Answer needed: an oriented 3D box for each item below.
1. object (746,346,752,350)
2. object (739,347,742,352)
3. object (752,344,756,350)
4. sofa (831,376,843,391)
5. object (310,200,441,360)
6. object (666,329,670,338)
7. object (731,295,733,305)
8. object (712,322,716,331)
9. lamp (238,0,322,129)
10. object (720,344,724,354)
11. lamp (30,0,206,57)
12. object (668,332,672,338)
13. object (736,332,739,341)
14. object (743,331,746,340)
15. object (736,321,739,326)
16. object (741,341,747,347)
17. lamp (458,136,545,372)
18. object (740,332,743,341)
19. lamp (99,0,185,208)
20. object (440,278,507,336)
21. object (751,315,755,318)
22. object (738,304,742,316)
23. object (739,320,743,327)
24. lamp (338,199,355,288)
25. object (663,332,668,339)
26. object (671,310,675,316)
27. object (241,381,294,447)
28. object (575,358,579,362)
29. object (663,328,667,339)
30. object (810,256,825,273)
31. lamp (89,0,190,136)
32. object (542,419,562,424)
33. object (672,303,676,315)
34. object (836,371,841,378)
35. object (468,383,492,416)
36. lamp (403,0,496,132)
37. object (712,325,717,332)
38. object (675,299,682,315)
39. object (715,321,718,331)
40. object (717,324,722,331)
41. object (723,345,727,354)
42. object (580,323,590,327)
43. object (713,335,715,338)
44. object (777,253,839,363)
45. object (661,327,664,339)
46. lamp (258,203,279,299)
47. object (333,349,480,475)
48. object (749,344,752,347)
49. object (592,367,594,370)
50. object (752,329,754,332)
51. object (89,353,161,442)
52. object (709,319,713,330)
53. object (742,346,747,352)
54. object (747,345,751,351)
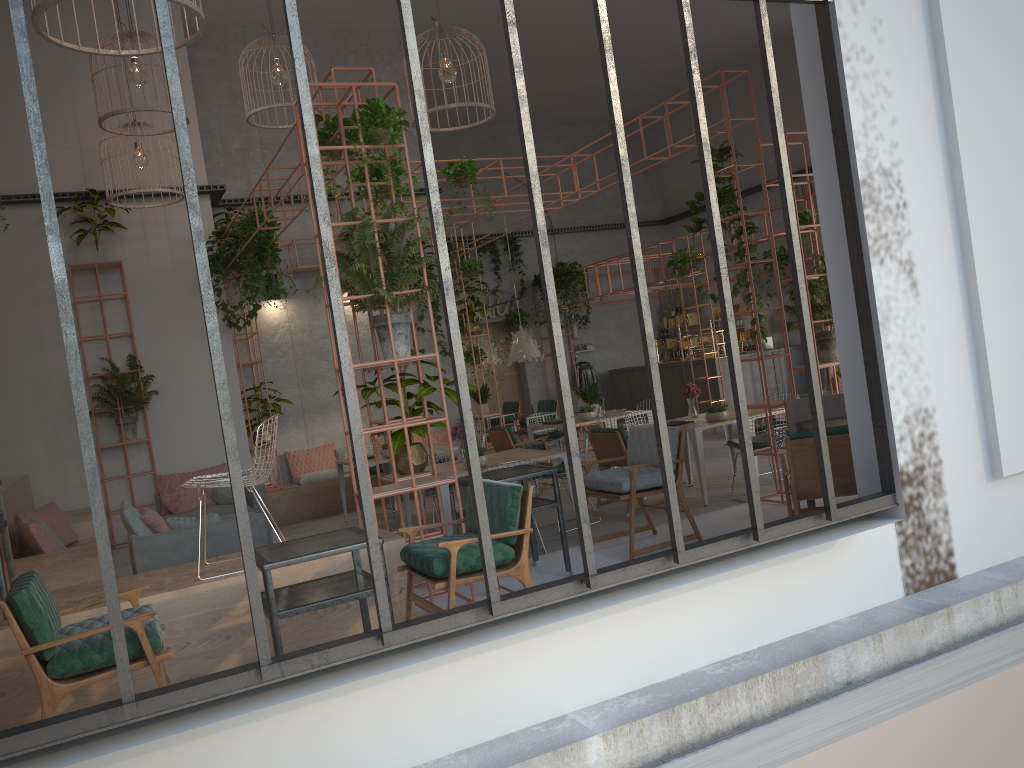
[{"bbox_3d":[5.166,-0.781,19.338,0.115,0.107,0.115,-9,2,-19],"label":"object"},{"bbox_3d":[5.001,-0.758,19.404,0.115,0.107,0.115,-9,2,-28],"label":"object"},{"bbox_3d":[5.265,-0.806,19.303,0.073,0.131,0.073,-9,2,-32],"label":"object"},{"bbox_3d":[6.285,0.154,15.007,1.960,0.672,2.219,-9,2,-25],"label":"sofa"},{"bbox_3d":[-0.869,-0.717,6.082,0.894,1.101,0.900,-8,2,29],"label":"object"},{"bbox_3d":[3.865,-1.281,22.021,0.066,0.291,0.066,-8,2,15],"label":"object"},{"bbox_3d":[4.819,-1.938,19.707,0.134,0.386,0.134,-10,2,-36],"label":"object"},{"bbox_3d":[4.596,-1.343,20.248,0.066,0.291,0.066,-9,2,-18],"label":"object"},{"bbox_3d":[-2.926,-4.850,10.387,0.883,3.476,0.883,-8,2,28],"label":"lamp"},{"bbox_3d":[4.729,-0.788,19.954,0.073,0.219,0.105,-9,2,-19],"label":"object"},{"bbox_3d":[-2.415,-3.696,4.866,0.883,3.476,0.883,-8,2,28],"label":"lamp"},{"bbox_3d":[3.909,-1.212,21.923,0.115,0.147,0.115,-8,2,20],"label":"object"},{"bbox_3d":[4.926,-1.034,19.425,0.069,0.191,0.069,-9,2,-13],"label":"object"},{"bbox_3d":[5.032,-1.044,19.195,0.069,0.191,0.069,-9,2,-8],"label":"object"},{"bbox_3d":[4.945,-1.305,19.367,0.083,0.159,0.083,-8,2,20],"label":"object"},{"bbox_3d":[5.072,-0.873,19.368,0.115,0.107,0.115,-8,2,31],"label":"object"},{"bbox_3d":[-0.799,-2.283,17.193,0.704,4.052,4.456,-9,2,-25],"label":"lamp"},{"bbox_3d":[4.994,-1.041,19.277,0.069,0.191,0.069,-8,2,11],"label":"object"},{"bbox_3d":[-4.698,-3.952,10.729,0.883,3.476,0.883,-8,2,28],"label":"lamp"},{"bbox_3d":[-0.589,-1.236,13.911,0.934,0.947,0.903,-8,2,27],"label":"object"},{"bbox_3d":[5.196,-1.392,19.097,0.075,0.273,0.075,-10,2,-36],"label":"object"},{"bbox_3d":[4.994,-1.606,19.349,0.137,0.261,0.137,-8,2,11],"label":"object"},{"bbox_3d":[4.983,-1.308,19.284,0.083,0.159,0.083,-8,2,20],"label":"object"},{"bbox_3d":[-2.542,-2.148,13.626,0.179,1.425,0.185,-9,2,-25],"label":"lamp"},{"bbox_3d":[3.791,-1.193,21.867,0.115,0.147,0.115,-8,2,20],"label":"object"},{"bbox_3d":[3.894,-1.713,21.420,0.088,0.123,0.088,-8,2,31],"label":"object"},{"bbox_3d":[-3.554,0.431,12.501,0.934,0.919,0.903,-7,2,37],"label":"object"},{"bbox_3d":[1.541,-0.592,21.224,0.093,0.121,0.049,-9,2,-22],"label":"object"},{"bbox_3d":[3.791,-1.269,21.989,0.066,0.291,0.066,-9,2,-18],"label":"object"},{"bbox_3d":[4.759,-1.487,12.561,0.923,0.946,0.924,-8,2,31],"label":"object"},{"bbox_3d":[-4.076,-4.426,9.185,0.883,3.476,0.883,-8,2,28],"label":"lamp"},{"bbox_3d":[0.634,0.533,12.494,0.268,0.031,0.427,-9,2,-25],"label":"object"},{"bbox_3d":[3.973,-1.821,21.639,0.134,0.301,0.134,-10,2,-36],"label":"object"},{"bbox_3d":[4.875,-0.023,12.651,0.438,0.527,0.368,-9,2,-25],"label":"object"},{"bbox_3d":[-0.500,0.234,13.981,0.438,0.527,0.368,-9,2,-25],"label":"object"},{"bbox_3d":[-0.861,-4.484,9.227,0.883,3.476,0.883,-8,2,28],"label":"lamp"},{"bbox_3d":[4.595,-1.267,20.126,0.115,0.147,0.115,-9,2,-16],"label":"object"},{"bbox_3d":[4.015,-1.864,21.449,0.134,0.386,0.134,-8,2,9],"label":"object"},{"bbox_3d":[4.669,-1.354,20.280,0.066,0.291,0.066,-8,2,15],"label":"object"},{"bbox_3d":[4.713,-1.286,20.181,0.115,0.147,0.115,-9,2,-16],"label":"object"},{"bbox_3d":[4.778,-0.808,19.858,0.072,0.248,0.094,-9,2,-25],"label":"object"},{"bbox_3d":[1.755,-1.438,21.309,0.263,0.101,0.013,-9,2,-25],"label":"object"},{"bbox_3d":[4.618,-1.041,20.119,0.072,0.248,0.094,-9,2,-25],"label":"object"},{"bbox_3d":[3.142,-0.770,8.942,0.894,1.100,0.900,-8,2,4],"label":"object"},{"bbox_3d":[3.722,-1.258,21.956,0.066,0.291,0.066,-7,2,35],"label":"object"},{"bbox_3d":[-3.624,-1.973,13.119,0.179,1.425,0.185,-9,2,-25],"label":"lamp"},{"bbox_3d":[-0.746,0.198,6.550,0.934,0.923,0.903,-8,2,32],"label":"object"},{"bbox_3d":[5.210,-0.801,19.424,0.073,0.131,0.073,-7,2,37],"label":"object"},{"bbox_3d":[1.949,-0.402,21.413,0.033,0.146,0.070,-7,2,36],"label":"object"},{"bbox_3d":[5.199,-1.070,18.933,0.131,0.207,0.131,-8,2,20],"label":"object"},{"bbox_3d":[-4.944,0.183,11.276,0.894,1.097,0.900,-8,2,4],"label":"object"},{"bbox_3d":[4.527,-1.331,20.215,0.066,0.291,0.066,-7,2,35],"label":"object"},{"bbox_3d":[5.055,-0.763,19.286,0.115,0.107,0.115,-8,2,32],"label":"object"},{"bbox_3d":[5.139,-0.786,19.238,0.073,0.131,0.073,-9,2,-32],"label":"object"}]
